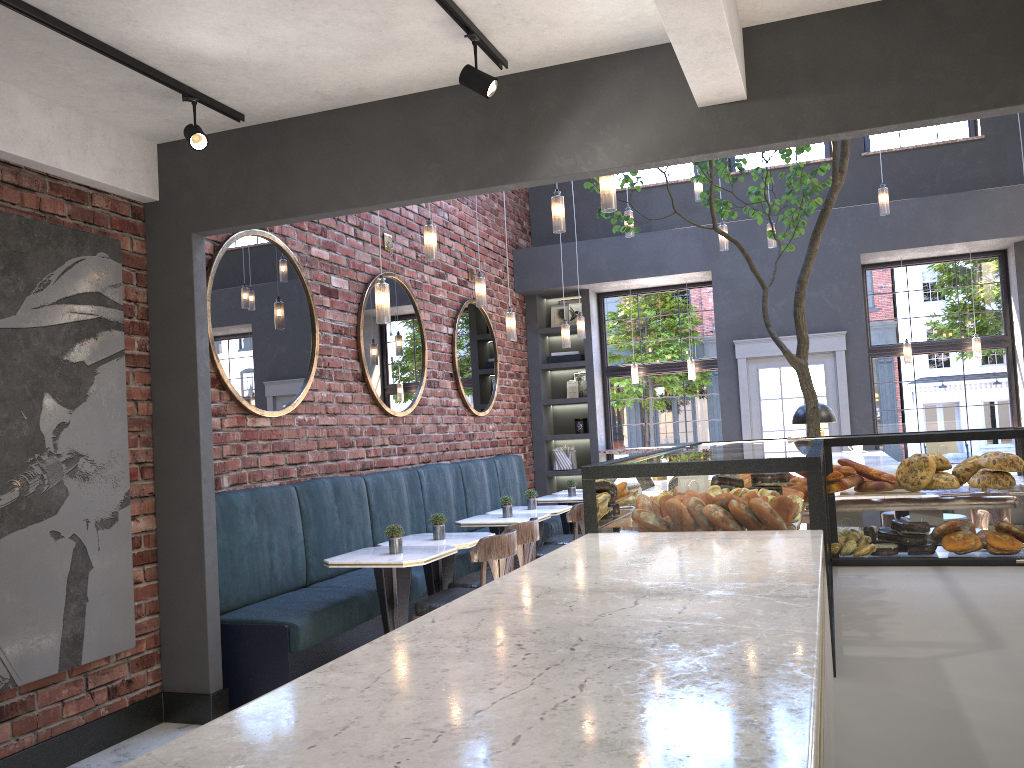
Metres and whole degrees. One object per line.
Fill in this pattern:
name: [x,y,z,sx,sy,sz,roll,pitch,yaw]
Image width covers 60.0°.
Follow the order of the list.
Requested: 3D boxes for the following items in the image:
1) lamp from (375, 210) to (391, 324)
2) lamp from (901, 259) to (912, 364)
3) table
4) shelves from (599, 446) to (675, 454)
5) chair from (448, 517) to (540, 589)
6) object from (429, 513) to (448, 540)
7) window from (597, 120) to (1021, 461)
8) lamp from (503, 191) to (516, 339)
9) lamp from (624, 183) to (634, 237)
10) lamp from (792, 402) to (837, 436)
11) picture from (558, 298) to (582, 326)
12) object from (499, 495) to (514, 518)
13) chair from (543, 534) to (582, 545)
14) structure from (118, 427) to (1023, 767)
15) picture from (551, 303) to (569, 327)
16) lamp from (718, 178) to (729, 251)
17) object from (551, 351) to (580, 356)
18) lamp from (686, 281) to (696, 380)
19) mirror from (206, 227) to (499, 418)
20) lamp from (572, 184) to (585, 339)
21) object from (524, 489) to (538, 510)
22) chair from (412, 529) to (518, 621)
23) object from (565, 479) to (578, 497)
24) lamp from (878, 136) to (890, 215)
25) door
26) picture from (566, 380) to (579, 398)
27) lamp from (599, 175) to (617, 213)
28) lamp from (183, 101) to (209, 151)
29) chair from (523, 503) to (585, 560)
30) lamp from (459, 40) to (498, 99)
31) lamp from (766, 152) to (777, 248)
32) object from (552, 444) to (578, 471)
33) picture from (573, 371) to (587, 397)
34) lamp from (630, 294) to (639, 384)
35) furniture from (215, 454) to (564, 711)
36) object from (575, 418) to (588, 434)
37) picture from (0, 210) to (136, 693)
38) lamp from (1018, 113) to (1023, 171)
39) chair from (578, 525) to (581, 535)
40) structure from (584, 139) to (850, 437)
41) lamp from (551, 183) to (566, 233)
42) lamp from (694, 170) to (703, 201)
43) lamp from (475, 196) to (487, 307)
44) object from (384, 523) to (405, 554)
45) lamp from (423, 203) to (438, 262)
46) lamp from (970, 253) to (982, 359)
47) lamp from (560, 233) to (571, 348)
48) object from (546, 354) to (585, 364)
lamp: [-0.823,-2.382,4.988,0.078,4.103,0.078,-3,-3,4]
lamp: [4.151,-0.926,9.405,0.078,1.428,0.078,-2,-3,-18]
table: [1.942,1.241,6.228,4.600,0.751,4.831,-4,-3,19]
shelves: [3.139,0.646,9.732,4.404,0.043,0.384,-4,-3,19]
chair: [-0.079,1.254,5.354,0.521,0.851,0.538,-4,-3,21]
object: [-0.453,0.874,5.464,0.118,0.165,0.123,-3,-3,-3]
window: [1.036,-1.577,4.262,6.407,5.362,12.712,-4,-3,19]
lamp: [-0.117,-2.417,7.383,0.078,4.103,0.078,-4,-3,27]
lamp: [0.915,-3.336,7.832,0.078,4.103,0.078,-3,-3,4]
lamp: [0.288,-1.139,3.214,4.183,3.255,8.839,-3,-3,3]
picture: [0.748,-0.856,10.807,0.361,0.369,0.055,-4,-3,19]
object: [-0.038,0.914,6.632,0.118,0.165,0.123,-3,-3,-3]
chair: [0.532,1.313,7.082,0.521,0.851,0.539,-4,-3,13]
structure: [1.333,0.686,0.404,3.206,1.299,5.807,-4,-3,19]
picture: [0.583,-0.821,10.828,0.230,0.313,0.061,-4,-3,19]
lamp: [1.763,-3.229,7.929,0.078,4.103,0.078,-3,-3,4]
object: [0.648,-0.355,10.635,0.327,0.039,0.227,-4,-3,9]
lamp: [2.018,-0.766,10.160,0.078,1.428,0.078,-2,-3,-18]
mirror: [-0.962,-0.483,7.300,0.036,1.509,4.774,-4,-3,19]
lamp: [0.585,-2.503,8.997,0.078,4.103,0.078,-3,-3,4]
object: [0.157,0.933,7.180,0.118,0.165,0.123,-3,-3,-3]
chair: [-0.216,1.231,4.789,0.521,0.851,0.538,-4,-3,21]
object: [0.559,0.971,8.308,0.118,0.165,0.123,-3,-3,-3]
lamp: [3.020,-3.473,7.546,0.078,4.103,0.078,-3,-3,4]
door: [2.960,0.610,9.233,1.132,2.218,0.152,-4,-3,19]
picture: [0.736,0.069,10.771,0.161,0.227,0.049,-4,-3,20]
lamp: [0.377,-2.923,4.574,0.078,4.103,0.078,-1,-3,-41]
lamp: [-1.422,-1.154,3.987,0.087,0.235,0.157,-2,-3,-30]
chair: [0.380,1.288,6.466,0.521,0.851,0.538,-4,-3,21]
lamp: [-0.136,-1.252,3.534,0.157,0.238,0.087,-4,-3,14]
lamp: [2.326,-3.327,8.398,0.078,4.103,0.078,-3,-3,4]
object: [0.628,0.868,10.607,0.250,0.323,0.241,-4,-3,19]
picture: [0.863,0.011,10.754,0.247,0.326,0.044,-4,-3,20]
lamp: [1.400,-0.720,10.379,0.078,1.428,0.078,-1,-3,-41]
furniture: [1.947,1.042,6.278,6.022,1.150,5.342,-4,-3,19]
object: [0.823,0.498,10.531,0.152,0.181,0.152,-1,-3,-33]
picture: [-2.395,0.241,3.087,0.033,2.026,2.822,-4,-3,19]
lamp: [4.366,-2.783,7.712,0.078,4.103,0.078,-3,-3,4]
chair: [0.914,1.350,8.165,0.521,0.851,0.538,-4,-3,21]
structure: [1.765,-1.413,5.439,2.806,5.986,3.746,-2,-3,-27]
lamp: [0.179,-2.985,5.566,0.078,4.103,0.078,-1,-3,-41]
lamp: [1.690,-3.816,8.636,0.078,4.103,0.078,-3,-3,4]
lamp: [-0.344,-2.631,6.785,0.078,4.103,0.078,-4,-3,27]
object: [-0.648,0.856,4.916,0.118,0.165,0.123,-3,-3,-3]
lamp: [-0.619,-2.822,5.654,0.078,4.103,0.078,-3,-3,4]
lamp: [4.769,-0.972,9.186,0.078,1.428,0.078,-1,-3,-41]
lamp: [0.400,-2.388,8.451,0.078,4.103,0.078,-3,-3,4]
object: [0.651,-0.294,10.620,0.412,0.084,0.286,-4,-3,19]
